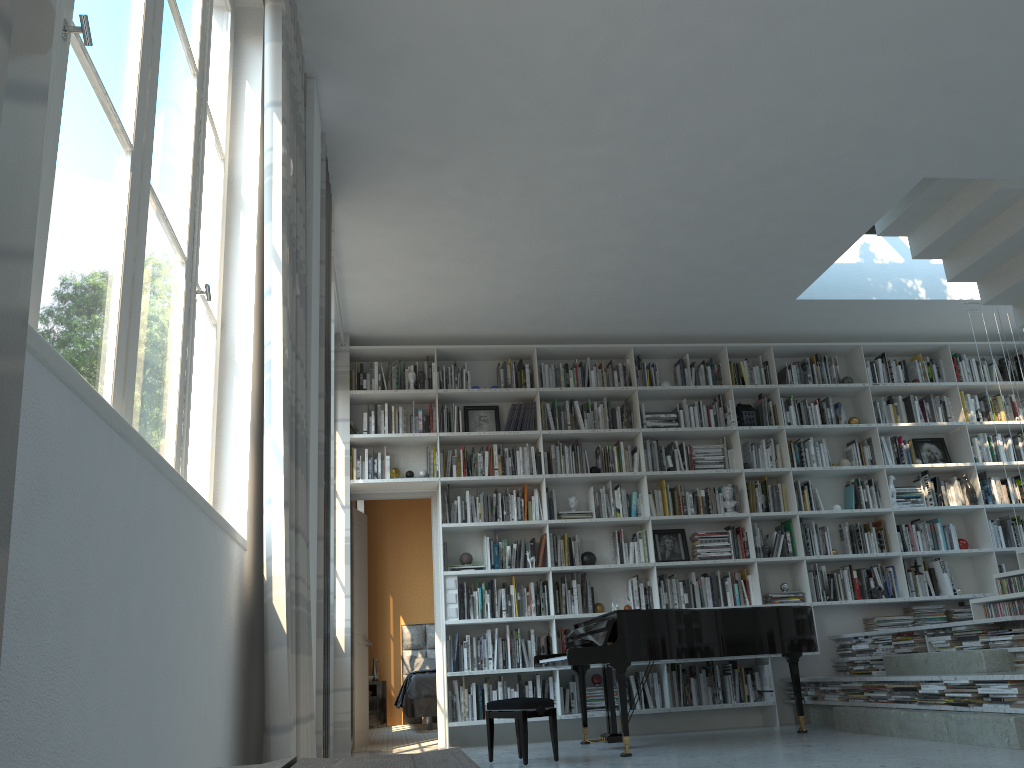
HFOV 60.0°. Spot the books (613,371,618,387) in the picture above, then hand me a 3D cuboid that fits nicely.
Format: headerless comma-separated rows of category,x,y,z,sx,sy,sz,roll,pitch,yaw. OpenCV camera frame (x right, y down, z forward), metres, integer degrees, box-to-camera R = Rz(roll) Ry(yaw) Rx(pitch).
books,0.880,0.000,7.664,0.031,0.184,0.177,-1,-18,-8

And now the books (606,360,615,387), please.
books,0.855,-0.046,7.682,0.013,0.284,0.160,-1,-18,-8

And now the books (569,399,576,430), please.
books,0.512,0.299,7.541,0.013,0.314,0.135,-1,-18,-8

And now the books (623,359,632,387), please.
books,0.999,-0.051,7.698,0.026,0.287,0.176,-1,-18,-8

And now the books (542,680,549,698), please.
books,0.250,2.407,6.810,0.065,0.255,0.156,-1,-18,-8

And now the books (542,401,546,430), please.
books,0.261,0.307,7.511,0.014,0.308,0.130,-1,-18,-8

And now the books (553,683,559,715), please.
books,0.323,2.404,6.777,0.017,0.232,0.213,-1,-18,-8

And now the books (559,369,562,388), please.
books,0.403,-0.003,7.604,0.014,0.206,0.167,-1,-18,-8

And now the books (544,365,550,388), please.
books,0.291,-0.023,7.600,0.031,0.254,0.146,-1,-18,-8

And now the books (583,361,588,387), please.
books,0.627,-0.038,7.642,0.052,0.272,0.173,-1,-18,-8

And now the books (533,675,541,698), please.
books,0.197,2.383,6.789,0.021,0.294,0.188,-1,-18,-8

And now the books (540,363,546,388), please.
books,0.262,-0.028,7.619,0.021,0.278,0.141,-1,-18,-8

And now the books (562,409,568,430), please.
books,0.440,0.340,7.499,0.029,0.218,0.158,-1,-18,-8

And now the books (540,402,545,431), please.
books,0.252,0.313,7.485,0.013,0.282,0.159,-1,-18,-8

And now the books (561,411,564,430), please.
books,0.414,0.351,7.499,0.024,0.200,0.154,-1,-18,-8

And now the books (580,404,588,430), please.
books,0.609,0.318,7.537,0.027,0.264,0.169,-1,-18,-8

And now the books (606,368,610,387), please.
books,0.810,-0.012,7.649,0.013,0.206,0.178,-1,-18,-8

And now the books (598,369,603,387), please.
books,0.750,-0.004,7.673,0.029,0.213,0.142,-1,-18,-8

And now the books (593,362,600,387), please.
books,0.728,-0.033,7.670,0.014,0.268,0.157,-1,-18,-8

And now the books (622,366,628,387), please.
books,0.962,-0.021,7.679,0.026,0.224,0.173,-1,-18,-8

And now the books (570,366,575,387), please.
books,0.519,-0.016,7.631,0.013,0.233,0.155,-1,-18,-8

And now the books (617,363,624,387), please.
books,0.931,-0.031,7.701,0.029,0.260,0.152,-1,-18,-8

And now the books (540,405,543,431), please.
books,0.237,0.321,7.465,0.023,0.255,0.175,-1,-18,-8

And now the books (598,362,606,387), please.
books,0.773,-0.038,7.658,0.014,0.265,0.192,-1,-18,-8

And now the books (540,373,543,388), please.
books,0.244,0.015,7.592,0.024,0.182,0.134,-1,-18,-8

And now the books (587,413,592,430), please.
books,0.640,0.356,7.522,0.028,0.179,0.168,-1,-18,-8

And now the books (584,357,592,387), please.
books,0.657,-0.055,7.666,0.014,0.314,0.166,-1,-18,-8

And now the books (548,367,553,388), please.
books,0.320,-0.008,7.595,0.023,0.219,0.182,-1,-18,-8

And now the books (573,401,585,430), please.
books,0.560,0.304,7.519,0.075,0.284,0.179,-1,-18,-8

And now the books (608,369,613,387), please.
books,0.830,-0.010,7.648,0.026,0.199,0.188,-1,-18,-8

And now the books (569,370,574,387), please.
books,0.498,0.002,7.626,0.030,0.200,0.152,-1,-18,-8

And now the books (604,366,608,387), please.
books,0.791,-0.019,7.661,0.021,0.228,0.161,-1,-18,-8

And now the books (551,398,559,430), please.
books,0.365,0.293,7.495,0.012,0.314,0.172,-1,-18,-8

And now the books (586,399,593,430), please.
books,0.656,0.295,7.544,0.012,0.306,0.145,-1,-18,-8

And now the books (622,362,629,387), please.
books,0.980,-0.039,7.696,0.014,0.266,0.172,-1,-18,-8

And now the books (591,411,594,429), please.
books,0.673,0.348,7.556,0.024,0.211,0.128,-1,-18,-8

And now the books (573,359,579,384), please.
books,0.554,-0.048,7.641,0.010,0.298,0.151,-1,-18,-8

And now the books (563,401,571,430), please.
books,0.464,0.304,7.514,0.023,0.292,0.156,-1,-18,-8

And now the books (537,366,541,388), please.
books,0.218,-0.015,7.582,0.029,0.236,0.157,-1,-18,-8

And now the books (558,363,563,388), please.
books,0.413,-0.030,7.617,0.010,0.263,0.161,-1,-18,-8

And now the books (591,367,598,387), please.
books,0.709,-0.017,7.662,0.026,0.235,0.135,-1,-18,-8

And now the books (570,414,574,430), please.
books,0.494,0.360,7.510,0.034,0.180,0.160,-1,-18,-8

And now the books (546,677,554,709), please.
books,0.295,2.398,6.821,0.027,0.275,0.144,-1,-18,-8

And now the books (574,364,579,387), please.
books,0.544,-0.026,7.630,0.013,0.250,0.184,-1,-18,-8

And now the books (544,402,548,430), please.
books,0.277,0.310,7.488,0.010,0.286,0.149,-1,-18,-8

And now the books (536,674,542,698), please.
books,0.213,2.378,6.790,0.012,0.302,0.166,-1,-18,-8

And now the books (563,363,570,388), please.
books,0.466,-0.027,7.640,0.028,0.267,0.152,-1,-18,-8

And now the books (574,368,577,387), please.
books,0.533,-0.009,7.623,0.011,0.215,0.160,-1,-18,-8

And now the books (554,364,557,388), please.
books,0.360,-0.023,7.604,0.012,0.249,0.174,-1,-18,-8

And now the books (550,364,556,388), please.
books,0.342,-0.022,7.606,0.023,0.250,0.171,-1,-18,-8

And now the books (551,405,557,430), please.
books,0.354,0.322,7.494,0.011,0.259,0.158,-1,-18,-8

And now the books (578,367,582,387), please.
books,0.573,-0.014,7.645,0.029,0.235,0.130,-1,-18,-8

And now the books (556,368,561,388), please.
books,0.383,-0.007,7.589,0.029,0.207,0.179,-1,-18,-8

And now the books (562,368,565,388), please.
books,0.428,-0.008,7.639,0.025,0.234,0.130,-1,-18,-8

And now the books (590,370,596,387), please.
books,0.683,0.002,7.643,0.031,0.189,0.182,-1,-18,-8

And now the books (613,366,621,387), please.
books,0.905,-0.022,7.685,0.026,0.236,0.149,-1,-18,-8

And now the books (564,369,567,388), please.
books,0.448,-0.002,7.631,0.012,0.215,0.150,-1,-18,-8

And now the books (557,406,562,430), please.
books,0.388,0.327,7.489,0.031,0.241,0.182,-1,-18,-8

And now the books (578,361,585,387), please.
books,0.595,-0.039,7.640,0.013,0.275,0.165,-1,-18,-8

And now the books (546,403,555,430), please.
books,0.314,0.318,7.498,0.067,0.273,0.168,-1,-18,-8
